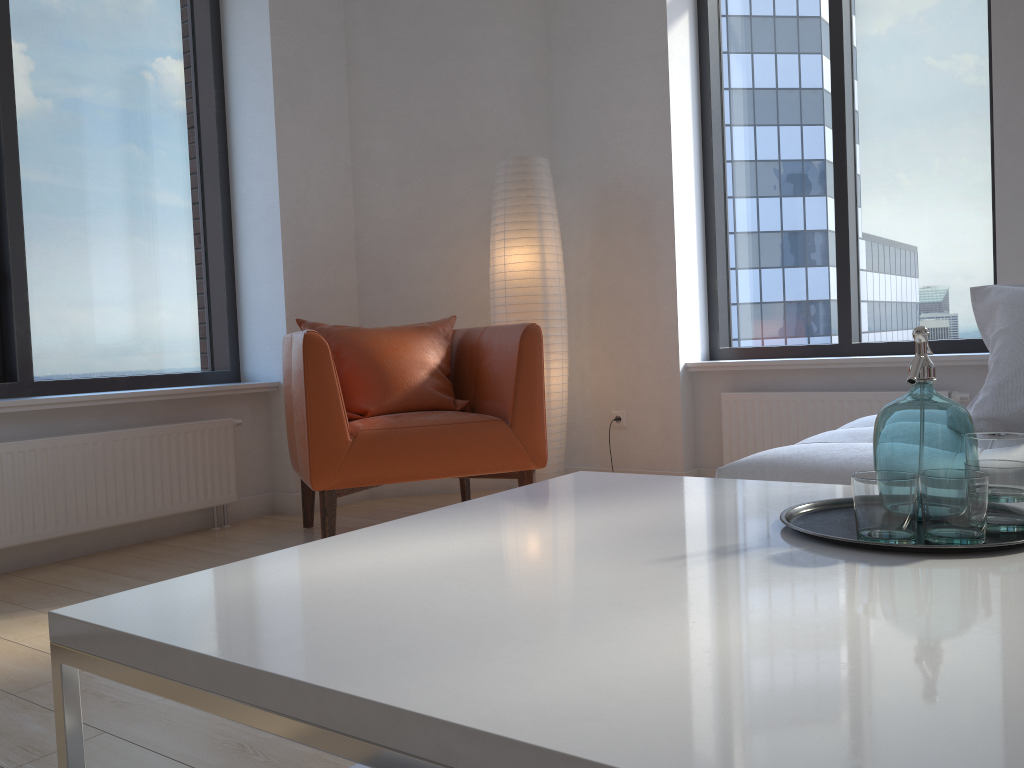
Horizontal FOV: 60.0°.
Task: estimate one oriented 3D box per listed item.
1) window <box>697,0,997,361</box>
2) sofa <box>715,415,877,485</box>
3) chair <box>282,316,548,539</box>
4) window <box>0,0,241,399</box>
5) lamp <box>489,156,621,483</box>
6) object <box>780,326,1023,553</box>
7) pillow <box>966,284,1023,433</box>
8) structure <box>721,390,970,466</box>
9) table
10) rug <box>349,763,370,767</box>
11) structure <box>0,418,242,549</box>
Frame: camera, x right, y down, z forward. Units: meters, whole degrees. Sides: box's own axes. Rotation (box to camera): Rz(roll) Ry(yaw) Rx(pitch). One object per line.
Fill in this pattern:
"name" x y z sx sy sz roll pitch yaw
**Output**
"window" 1.495 -1.325 4.003 1.310 2.402 0.170 -1 3 36
"sofa" 1.236 0.247 0.940 2.614 0.732 3.424 -1 3 36
"chair" -0.427 0.153 3.477 0.896 0.858 0.843 -3 2 -22
"window" -1.961 -1.147 3.365 0.170 2.402 1.960 -1 3 36
"lamp" 0.307 -0.246 4.021 0.804 1.550 0.502 -3 2 -4
"object" 0.519 0.057 1.163 0.330 0.265 0.330 -4 3 -30
"pillow" 1.723 -0.073 1.574 0.580 0.456 2.156 -4 3 -28
"structure" 1.396 0.261 3.782 1.015 0.460 0.110 -1 3 36
"table" 0.273 0.421 1.078 1.091 0.435 1.091 -1 3 36
"rug" 0.245 0.655 0.827 1.662 0.016 2.326 -1 3 36
"structure" -1.606 0.415 3.260 0.110 0.460 1.474 -1 3 36
